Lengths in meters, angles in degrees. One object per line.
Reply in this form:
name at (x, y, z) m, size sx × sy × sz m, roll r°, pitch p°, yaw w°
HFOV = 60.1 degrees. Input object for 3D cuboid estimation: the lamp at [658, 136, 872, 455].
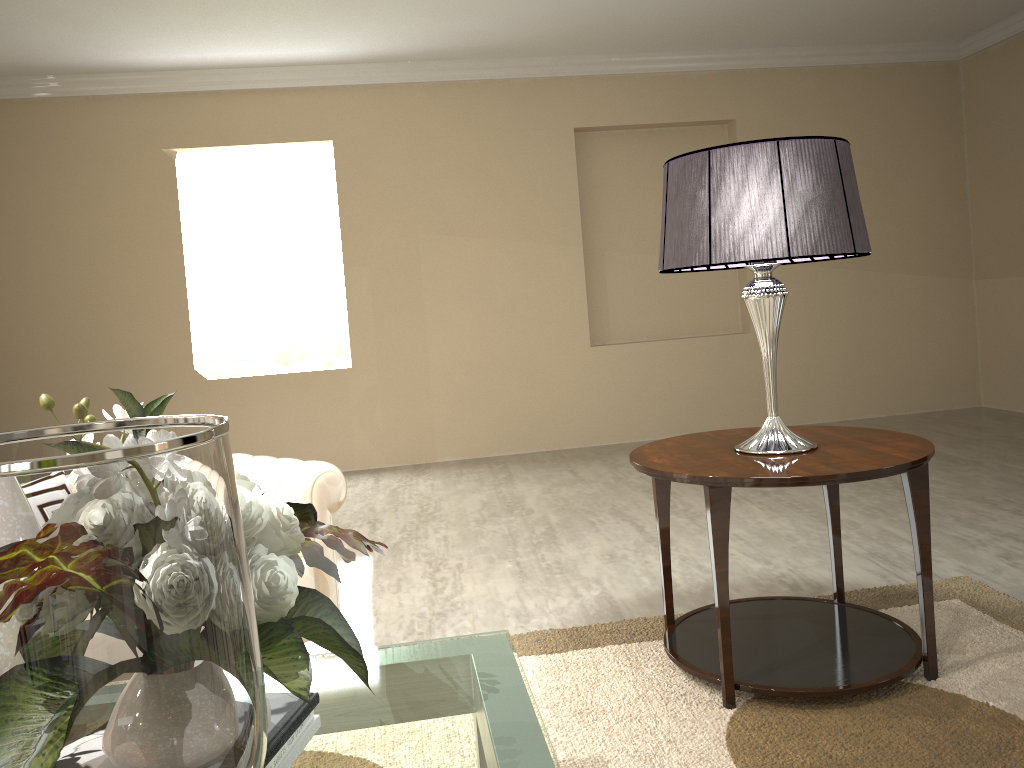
lamp at (0.586, -0.191, 2.054) m, size 0.475 × 0.680 × 0.474 m, roll -6°, pitch 3°, yaw -33°

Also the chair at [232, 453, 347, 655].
chair at (-0.915, 0.500, 2.072) m, size 0.733 × 0.550 × 0.852 m, roll -1°, pitch 5°, yaw 42°

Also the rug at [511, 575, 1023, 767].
rug at (0.180, 0.788, 0.879) m, size 2.672 × 0.022 × 2.978 m, roll -5°, pitch 5°, yaw -8°

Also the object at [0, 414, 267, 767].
object at (-0.290, 0.288, 0.617) m, size 0.236 × 0.504 × 0.237 m, roll -5°, pitch 2°, yaw -10°

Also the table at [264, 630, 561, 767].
table at (-0.426, 0.704, 0.867) m, size 1.057 × 0.344 × 1.303 m, roll -5°, pitch 5°, yaw -8°

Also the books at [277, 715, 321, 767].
books at (-0.420, 0.503, 1.107) m, size 0.254 × 0.019 × 0.344 m, roll -4°, pitch 5°, yaw 8°

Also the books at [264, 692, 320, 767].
books at (-0.434, 0.468, 1.105) m, size 0.274 × 0.016 × 0.342 m, roll -4°, pitch 5°, yaw 10°

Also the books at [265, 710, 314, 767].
books at (-0.424, 0.485, 1.101) m, size 0.254 × 0.019 × 0.338 m, roll -4°, pitch 5°, yaw 6°

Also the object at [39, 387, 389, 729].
object at (-0.413, 0.229, 1.088) m, size 0.510 × 0.474 × 0.548 m, roll -5°, pitch 4°, yaw -7°

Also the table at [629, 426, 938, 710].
table at (0.632, 0.397, 2.072) m, size 0.674 × 0.497 × 0.675 m, roll -5°, pitch 4°, yaw -10°
